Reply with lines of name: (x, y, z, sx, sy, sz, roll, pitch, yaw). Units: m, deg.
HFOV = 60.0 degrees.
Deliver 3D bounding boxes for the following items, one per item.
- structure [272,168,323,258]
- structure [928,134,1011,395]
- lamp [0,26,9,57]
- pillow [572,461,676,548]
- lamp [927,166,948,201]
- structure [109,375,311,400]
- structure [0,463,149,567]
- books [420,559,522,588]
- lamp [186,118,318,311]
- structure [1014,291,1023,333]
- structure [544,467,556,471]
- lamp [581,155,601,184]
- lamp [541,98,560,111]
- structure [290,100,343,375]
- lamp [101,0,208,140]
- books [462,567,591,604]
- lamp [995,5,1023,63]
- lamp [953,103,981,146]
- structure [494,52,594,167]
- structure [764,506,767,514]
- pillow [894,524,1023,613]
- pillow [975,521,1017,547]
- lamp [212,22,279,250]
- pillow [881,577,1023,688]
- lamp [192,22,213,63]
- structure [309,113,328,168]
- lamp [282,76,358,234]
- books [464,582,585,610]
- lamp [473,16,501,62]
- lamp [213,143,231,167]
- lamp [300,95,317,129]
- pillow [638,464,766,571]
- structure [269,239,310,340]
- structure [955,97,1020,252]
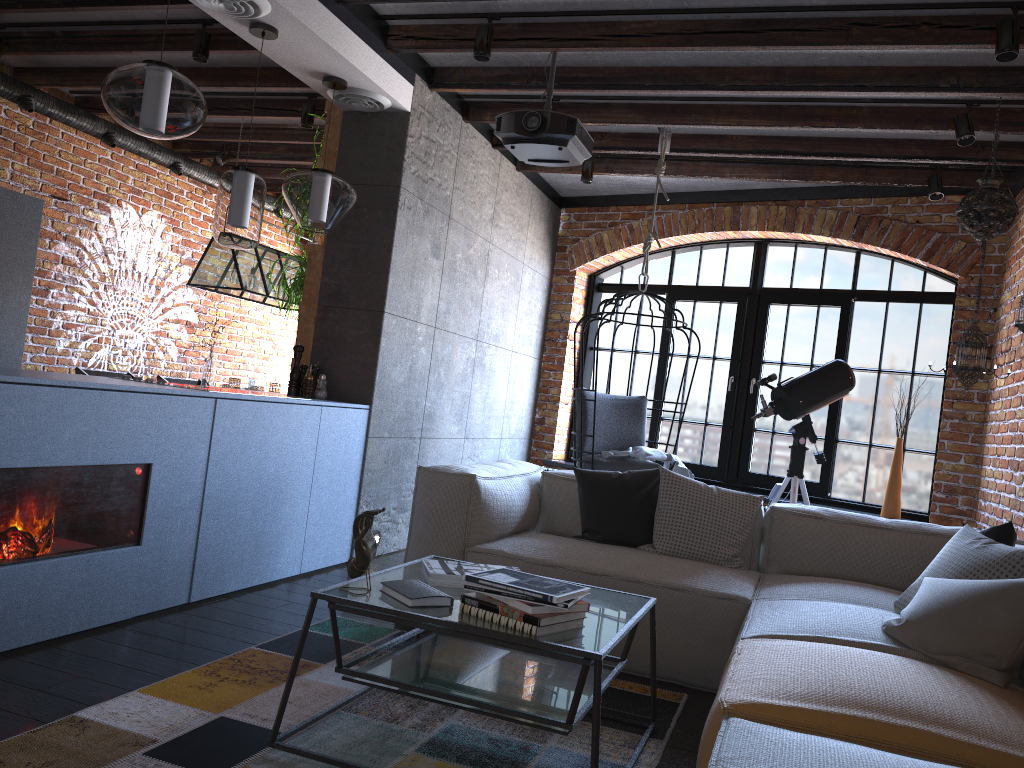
structure: (-1.127, -0.997, 5.232, 0.570, 0.620, 0.422, 8, -1, -12)
structure: (2.442, -0.655, 4.604, 0.389, 1.437, 0.338, 7, -1, 19)
lamp: (-2.949, -1.938, 5.079, 0.093, 0.210, 0.148, 7, -1, 6)
pillow: (0.511, 0.522, 3.934, 0.538, 0.417, 0.239, 7, -1, 8)
lamp: (2.589, -1.221, 5.415, 0.093, 0.208, 0.134, 7, -1, -6)
structure: (-1.318, 0.034, 3.958, 0.504, 0.057, 0.764, 7, -1, 19)
structure: (-1.620, 0.415, 2.816, 0.332, 0.394, 0.944, 7, -1, 19)
books: (-0.108, 0.571, 2.644, 0.309, 0.038, 0.225, 8, -1, -11)
lamp: (-1.736, -1.238, 6.521, 0.465, 1.267, 1.258, 7, -1, 19)
structure: (2.465, -0.413, 4.153, 0.169, 0.482, 0.169, 7, -1, 19)
structure: (0.604, 0.947, 6.845, 1.115, 0.476, 0.106, 6, -1, 36)
lamp: (0.544, -1.480, 6.118, 0.121, 0.184, 0.082, 7, -1, 12)
lamp: (0.210, -1.543, 5.111, 0.083, 0.188, 0.116, 8, -1, -18)
structure: (-0.672, -0.341, 6.336, 0.206, 2.381, 2.830, 7, -1, 19)
lamp: (-1.282, -1.236, 3.255, 0.364, 0.665, 0.364, 7, -1, 2)
books: (0.039, 0.508, 2.252, 0.268, 0.014, 0.196, 7, -1, 30)
lamp: (1.929, -1.357, 3.440, 0.085, 0.194, 0.113, 7, -1, -10)
lamp: (2.252, -1.287, 4.411, 0.090, 0.208, 0.133, 8, -1, -14)
structure: (0.204, -1.516, 4.353, 0.409, 0.816, 0.464, 7, -1, 19)
structure: (2.115, 1.117, 5.754, 1.115, 0.476, 0.106, 6, -1, 36)
pillow: (1.460, 0.645, 2.871, 0.293, 0.354, 0.495, 7, -1, 4)
pillow: (1.619, 0.657, 3.175, 0.263, 0.400, 0.510, 7, -1, 13)
lamp: (-1.128, -1.058, 3.812, 0.198, 0.955, 0.194, 8, -1, -41)
pillow: (1.276, 0.643, 2.543, 0.358, 0.314, 0.485, 8, -1, -29)
lamp: (-1.620, -1.790, 4.640, 0.082, 0.184, 0.116, 8, -1, -21)
structure: (-0.918, -1.340, 5.199, 0.570, 0.620, 0.422, 7, -1, 8)
lamp: (-0.919, -1.124, 4.361, 0.367, 0.747, 0.367, 8, -1, -18)
books: (0.037, 0.524, 2.251, 0.268, 0.014, 0.196, 7, -1, 17)
lamp: (-0.113, -1.608, 4.136, 0.119, 0.184, 0.082, 7, -1, 15)
lamp: (-2.292, -1.815, 7.042, 0.093, 0.201, 0.162, 7, -1, 12)
lamp: (-1.290, -1.726, 5.622, 0.082, 0.184, 0.113, 8, -1, -15)
pillow: (0.819, 0.572, 3.802, 0.543, 0.402, 0.250, 7, -1, 1)
structure: (-1.138, -0.516, 5.243, 0.422, 0.620, 0.571, 7, -1, 38)
structure: (2.290, -1.019, 4.243, 0.273, 0.779, 0.265, 8, -1, -32)
